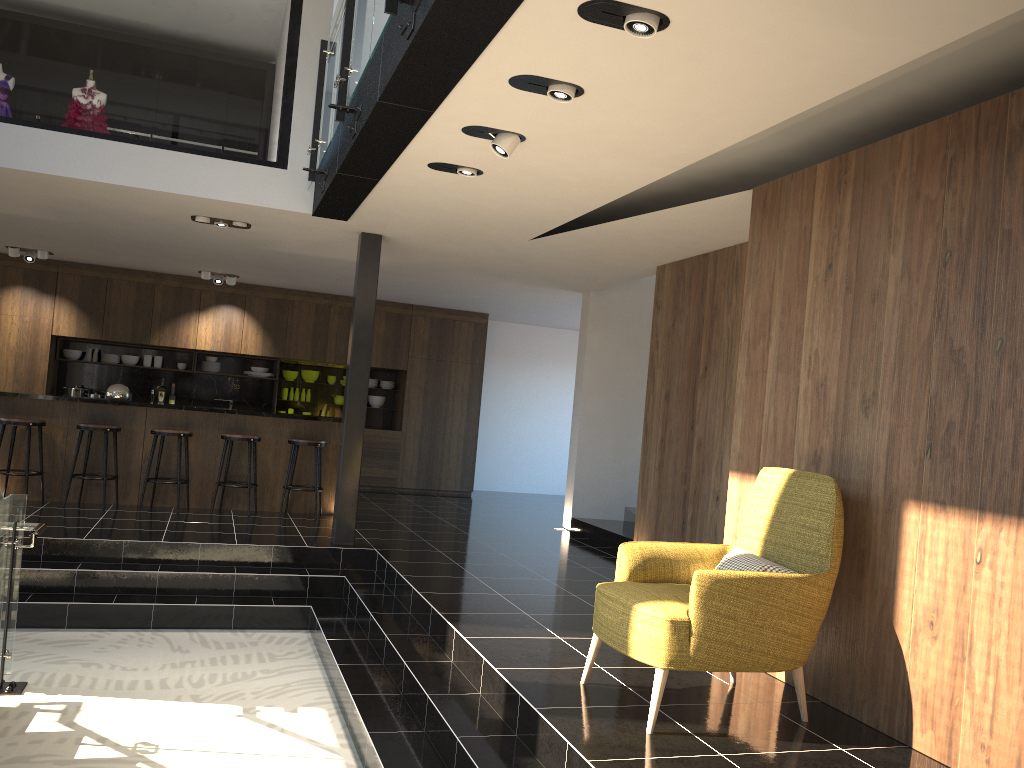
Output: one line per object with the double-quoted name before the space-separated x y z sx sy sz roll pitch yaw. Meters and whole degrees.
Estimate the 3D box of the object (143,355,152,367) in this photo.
"object" -4.992 -0.313 12.148 0.109 0.161 0.109 6 -2 -36

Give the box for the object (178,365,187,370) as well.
"object" -4.582 -0.227 12.311 0.122 0.072 0.122 5 -2 7

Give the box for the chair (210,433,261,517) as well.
"chair" -2.777 0.914 8.982 0.412 0.799 0.412 5 -1 -9

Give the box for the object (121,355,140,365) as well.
"object" -5.212 -0.316 12.098 0.234 0.138 0.234 5 -2 1

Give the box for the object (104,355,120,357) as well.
"object" -5.427 -0.369 12.017 0.220 0.033 0.220 6 -2 -22

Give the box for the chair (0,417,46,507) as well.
"chair" -4.647 0.729 8.352 0.412 0.799 0.412 5 -1 -9

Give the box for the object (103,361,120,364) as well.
"object" -5.434 -0.288 12.015 0.220 0.033 0.220 6 -2 -22

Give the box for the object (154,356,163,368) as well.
"object" -4.865 -0.301 12.190 0.109 0.161 0.109 5 -1 -6

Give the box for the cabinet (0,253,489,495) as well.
"cabinet" -3.848 -0.018 12.387 6.895 2.689 0.869 6 -1 -19

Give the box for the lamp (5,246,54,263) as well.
"lamp" -5.774 -1.604 10.622 0.502 0.294 0.349 6 -2 -19

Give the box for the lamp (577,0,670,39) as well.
"lamp" 0.404 -1.359 3.169 0.346 0.177 0.195 6 -2 -19

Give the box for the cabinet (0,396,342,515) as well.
"cabinet" -3.454 0.762 9.223 3.565 0.993 0.698 6 -2 -19

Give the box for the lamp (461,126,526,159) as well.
"lamp" -0.094 -1.317 4.638 0.346 0.247 0.195 6 -2 -19

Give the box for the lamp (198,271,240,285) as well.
"lamp" -3.736 -1.410 11.310 0.502 0.280 0.349 6 -2 -19

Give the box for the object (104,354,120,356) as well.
"object" -5.426 -0.381 12.017 0.220 0.033 0.220 6 -2 -22

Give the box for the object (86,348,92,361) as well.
"object" -5.689 -0.395 11.937 0.060 0.185 0.060 5 -1 13

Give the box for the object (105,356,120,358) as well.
"object" -5.428 -0.356 12.016 0.220 0.033 0.220 6 -2 -22

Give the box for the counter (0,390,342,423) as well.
"counter" -3.411 0.246 9.232 3.575 0.041 0.698 6 -2 -19

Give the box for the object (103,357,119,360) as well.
"object" -5.430 -0.336 12.016 0.220 0.033 0.220 6 -2 -22

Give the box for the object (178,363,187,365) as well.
"object" -4.580 -0.252 12.311 0.122 0.072 0.122 5 -2 7

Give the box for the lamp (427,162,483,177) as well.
"lamp" -0.337 -1.358 5.375 0.346 0.158 0.195 6 -2 -19

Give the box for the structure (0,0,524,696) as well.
"structure" -1.625 -0.272 3.209 3.449 4.867 7.279 5 -2 -19

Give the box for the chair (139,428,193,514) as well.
"chair" -3.401 0.852 8.772 0.412 0.799 0.412 5 -1 -9

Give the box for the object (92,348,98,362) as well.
"object" -5.617 -0.388 11.961 0.060 0.185 0.060 4 -2 40

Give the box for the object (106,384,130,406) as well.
"object" -3.935 0.109 8.860 0.227 0.228 0.227 4 -2 32

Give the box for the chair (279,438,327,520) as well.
"chair" -2.154 0.976 9.192 0.412 0.799 0.412 5 -1 -9

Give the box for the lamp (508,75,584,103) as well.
"lamp" 0.156 -1.355 3.905 0.346 0.177 0.195 6 -2 -19

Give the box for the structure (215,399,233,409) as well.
"structure" -3.973 0.335 12.205 0.243 0.231 0.173 6 -2 -19

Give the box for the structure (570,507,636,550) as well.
"structure" 2.769 0.225 7.094 1.964 3.017 6.662 5 -2 -18

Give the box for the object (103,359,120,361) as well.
"object" -5.432 -0.313 12.015 0.220 0.033 0.220 6 -2 -22

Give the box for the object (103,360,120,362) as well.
"object" -5.433 -0.301 12.015 0.220 0.033 0.220 6 -2 -22

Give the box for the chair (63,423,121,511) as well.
"chair" -4.024 0.791 8.562 0.412 0.799 0.412 5 -1 -9

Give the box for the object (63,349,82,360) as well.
"object" -5.886 -0.385 11.871 0.234 0.138 0.234 5 -2 -16

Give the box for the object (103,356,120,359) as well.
"object" -5.429 -0.346 12.016 0.220 0.033 0.220 6 -2 -22

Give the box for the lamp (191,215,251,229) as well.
"lamp" -2.536 -1.469 7.754 0.502 0.194 0.349 6 -2 -18

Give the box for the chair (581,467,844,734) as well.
"chair" 0.930 0.918 4.081 1.031 1.097 0.807 6 -2 -20

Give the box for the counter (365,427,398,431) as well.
"counter" -3.889 0.466 12.383 4.593 0.005 0.862 6 -2 -19

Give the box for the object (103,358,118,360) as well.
"object" -5.431 -0.323 12.016 0.220 0.033 0.220 6 -2 -22
